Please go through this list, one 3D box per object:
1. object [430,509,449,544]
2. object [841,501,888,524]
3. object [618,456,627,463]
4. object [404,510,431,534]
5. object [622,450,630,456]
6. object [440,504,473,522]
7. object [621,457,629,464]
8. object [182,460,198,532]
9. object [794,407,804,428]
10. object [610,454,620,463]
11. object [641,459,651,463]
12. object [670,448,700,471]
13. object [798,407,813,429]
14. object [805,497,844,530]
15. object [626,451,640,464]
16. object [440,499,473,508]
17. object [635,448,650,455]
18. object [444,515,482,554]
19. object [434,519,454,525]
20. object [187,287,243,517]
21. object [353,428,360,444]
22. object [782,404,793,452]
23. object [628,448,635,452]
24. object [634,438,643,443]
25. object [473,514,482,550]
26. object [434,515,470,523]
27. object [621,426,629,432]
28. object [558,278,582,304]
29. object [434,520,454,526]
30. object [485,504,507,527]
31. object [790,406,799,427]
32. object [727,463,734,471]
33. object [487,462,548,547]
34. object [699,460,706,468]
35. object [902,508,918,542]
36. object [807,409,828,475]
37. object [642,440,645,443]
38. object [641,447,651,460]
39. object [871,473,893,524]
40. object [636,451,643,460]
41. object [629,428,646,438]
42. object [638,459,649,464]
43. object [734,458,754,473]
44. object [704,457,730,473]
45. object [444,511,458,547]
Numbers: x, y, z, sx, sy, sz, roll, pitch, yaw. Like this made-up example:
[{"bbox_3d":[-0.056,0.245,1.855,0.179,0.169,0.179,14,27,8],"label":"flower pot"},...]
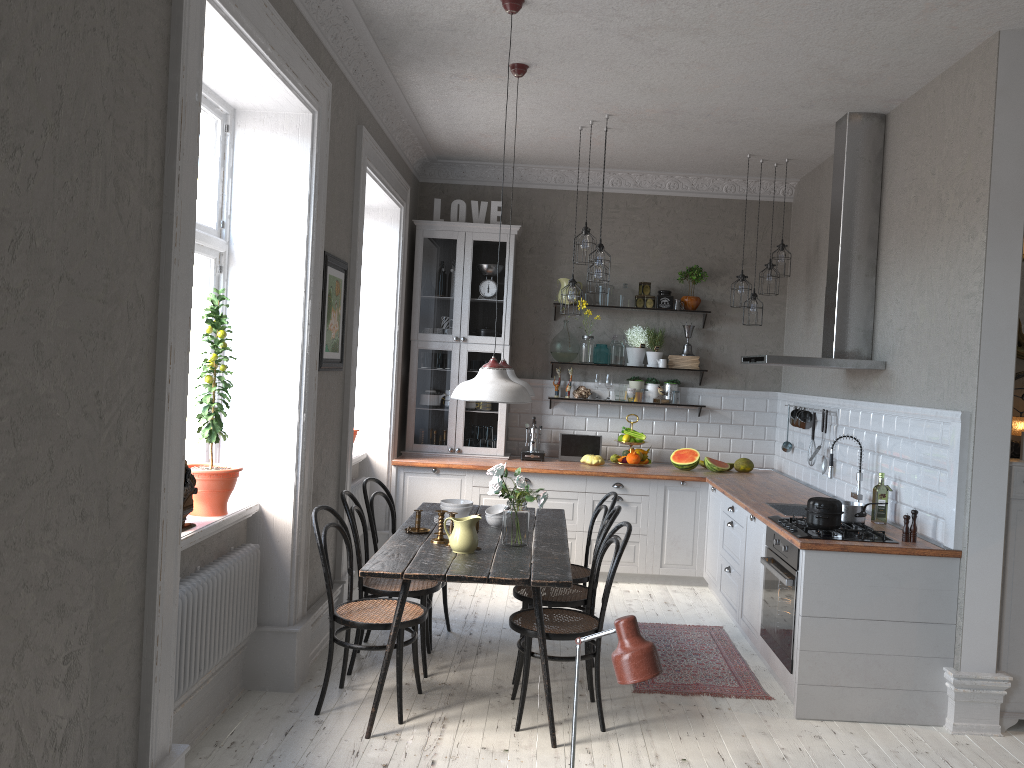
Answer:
[{"bbox_3d":[-0.352,0.698,4.383,0.097,0.172,0.095,3,1,-18],"label":"object"},{"bbox_3d":[1.852,0.670,4.695,0.297,0.134,0.178,4,1,35],"label":"object"},{"bbox_3d":[0.903,0.619,7.288,0.084,0.057,0.090,4,1,33],"label":"object"},{"bbox_3d":[-0.491,0.716,4.623,0.141,0.112,0.138,3,1,-16],"label":"object"},{"bbox_3d":[0.968,0.584,7.377,0.077,0.076,0.157,4,1,28],"label":"object"},{"bbox_3d":[-0.305,0.710,4.850,0.181,0.094,0.178,3,1,-8],"label":"object"},{"bbox_3d":[0.918,0.629,7.304,0.070,0.076,0.226,3,1,-16],"label":"object"},{"bbox_3d":[-1.329,0.409,3.468,0.120,0.329,0.237,3,1,3],"label":"object"},{"bbox_3d":[2.168,0.250,6.612,0.108,0.161,0.137,3,1,3],"label":"object"},{"bbox_3d":[0.864,0.613,7.324,0.075,0.072,0.154,4,1,31],"label":"object"},{"bbox_3d":[1.062,0.625,7.370,0.212,0.044,0.055,4,1,39],"label":"object"},{"bbox_3d":[1.394,0.609,7.135,0.232,0.174,0.221,4,1,23],"label":"object"},{"bbox_3d":[2.153,0.252,6.485,0.107,0.161,0.138,3,1,18],"label":"object"},{"bbox_3d":[1.574,0.652,4.466,0.193,0.147,0.190,3,1,-19],"label":"object"},{"bbox_3d":[0.983,0.599,7.180,0.115,0.110,0.109,2,1,-32],"label":"object"},{"bbox_3d":[-0.304,0.690,4.850,0.181,0.094,0.178,3,1,-8],"label":"object"},{"bbox_3d":[1.077,0.562,7.327,0.127,0.056,0.059,3,1,-7],"label":"object"},{"bbox_3d":[-0.231,0.709,4.193,0.153,0.170,0.133,2,1,-38],"label":"object"},{"bbox_3d":[-0.307,0.754,4.851,0.242,0.027,0.233,2,1,-31],"label":"object"},{"bbox_3d":[-1.298,0.072,3.853,0.264,0.991,0.276,4,1,40],"label":"object"},{"bbox_3d":[-1.213,0.113,6.338,0.255,0.813,0.264,4,1,28],"label":"object"},{"bbox_3d":[2.183,0.351,7.003,0.077,0.379,0.082,3,1,1],"label":"object"},{"bbox_3d":[1.000,0.575,7.369,0.085,0.093,0.086,3,1,-3],"label":"object"},{"bbox_3d":[1.031,0.472,7.282,0.077,0.062,0.099,2,1,-26],"label":"object"},{"bbox_3d":[-0.173,0.712,4.276,0.059,0.167,0.060,3,1,15],"label":"object"},{"bbox_3d":[-0.307,0.746,4.851,0.234,0.027,0.241,4,1,24],"label":"object"},{"bbox_3d":[0.935,0.378,7.279,0.074,0.058,0.050,3,1,-22],"label":"object"},{"bbox_3d":[0.480,-0.771,7.419,0.189,0.216,0.175,3,1,15],"label":"object"},{"bbox_3d":[-0.308,0.763,4.851,0.234,0.027,0.240,3,1,19],"label":"object"},{"bbox_3d":[-0.087,0.728,4.894,0.123,0.119,0.129,3,1,17],"label":"object"},{"bbox_3d":[2.172,0.248,6.741,0.107,0.161,0.138,3,1,13],"label":"object"},{"bbox_3d":[1.753,0.676,7.261,0.204,0.073,0.118,2,1,-36],"label":"object"},{"bbox_3d":[0.023,0.596,4.395,0.312,0.414,0.251,3,1,-1],"label":"object"},{"bbox_3d":[1.638,0.671,7.358,0.198,0.067,0.103,3,1,7],"label":"object"},{"bbox_3d":[1.971,0.696,4.385,0.073,0.167,0.036,3,1,0],"label":"object"},{"bbox_3d":[2.108,0.391,6.118,0.081,0.443,0.329,3,1,3],"label":"object"},{"bbox_3d":[1.073,0.471,7.312,0.052,0.050,0.049,3,1,10],"label":"object"},{"bbox_3d":[1.104,0.570,7.320,0.060,0.120,0.127,4,1,25],"label":"object"},{"bbox_3d":[2.058,0.635,4.915,0.089,0.282,0.082,3,1,1],"label":"object"},{"bbox_3d":[1.027,0.589,7.255,0.087,0.078,0.089,4,1,27],"label":"object"},{"bbox_3d":[1.030,0.414,7.343,0.178,0.096,0.089,3,1,21],"label":"object"},{"bbox_3d":[1.074,0.637,7.248,0.069,0.051,0.088,2,2,-41],"label":"object"},{"bbox_3d":[1.888,0.661,7.212,0.208,0.119,0.129,2,1,-36],"label":"object"},{"bbox_3d":[1.649,0.647,7.086,0.227,0.127,0.147,3,1,-17],"label":"object"},{"bbox_3d":[-0.294,0.703,4.311,0.061,0.172,0.063,3,1,23],"label":"object"}]
